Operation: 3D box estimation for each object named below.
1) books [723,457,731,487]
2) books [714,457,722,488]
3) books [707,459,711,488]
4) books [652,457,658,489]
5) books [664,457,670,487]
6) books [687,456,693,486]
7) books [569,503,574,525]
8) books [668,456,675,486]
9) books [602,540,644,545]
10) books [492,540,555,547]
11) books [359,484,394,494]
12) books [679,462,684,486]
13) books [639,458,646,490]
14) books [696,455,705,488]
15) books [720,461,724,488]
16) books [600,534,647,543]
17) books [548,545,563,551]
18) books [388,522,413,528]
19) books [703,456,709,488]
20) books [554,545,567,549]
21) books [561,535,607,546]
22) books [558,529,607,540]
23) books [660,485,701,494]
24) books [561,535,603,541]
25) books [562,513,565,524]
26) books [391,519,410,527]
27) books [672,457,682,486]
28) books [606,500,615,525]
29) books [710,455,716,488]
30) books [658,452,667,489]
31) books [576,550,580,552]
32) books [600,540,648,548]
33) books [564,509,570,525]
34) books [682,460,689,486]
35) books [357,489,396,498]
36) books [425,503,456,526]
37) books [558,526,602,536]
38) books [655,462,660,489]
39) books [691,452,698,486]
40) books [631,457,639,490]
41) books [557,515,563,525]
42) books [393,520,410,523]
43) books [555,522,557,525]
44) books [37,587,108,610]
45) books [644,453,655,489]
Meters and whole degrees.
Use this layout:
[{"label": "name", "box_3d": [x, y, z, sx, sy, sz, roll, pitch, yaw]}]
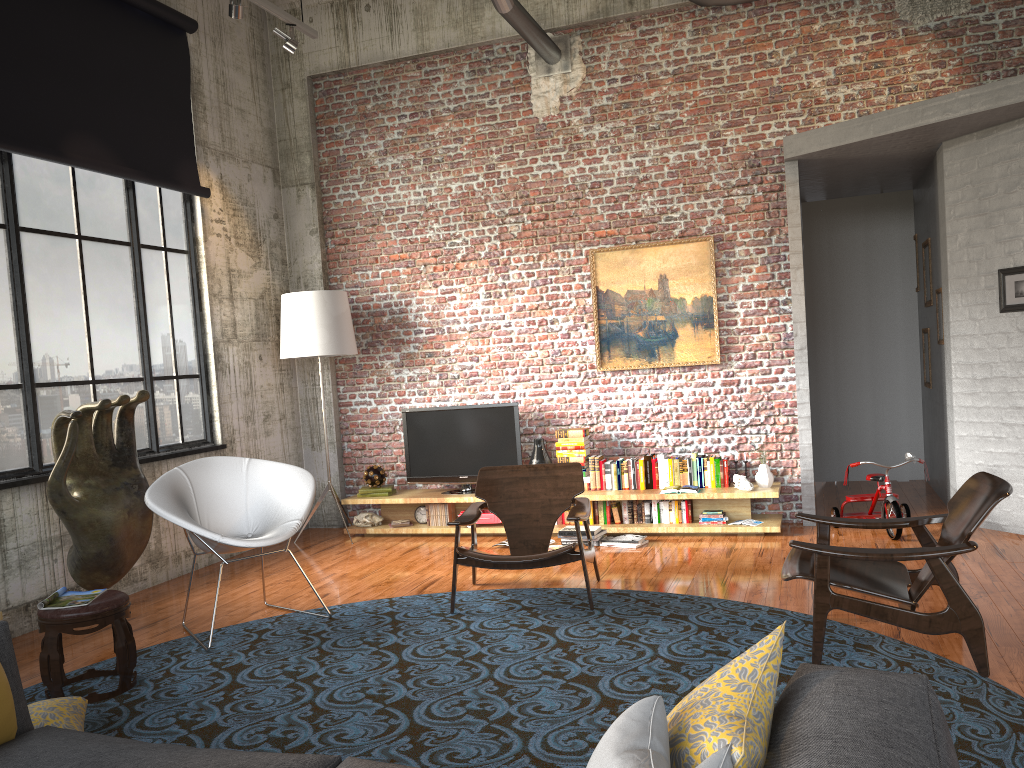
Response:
[{"label": "books", "box_3d": [1.784, 0.733, 7.362, 0.037, 0.231, 0.168, -3, 3, 18]}, {"label": "books", "box_3d": [1.720, 0.733, 7.382, 0.045, 0.240, 0.174, -3, 3, 18]}, {"label": "books", "box_3d": [1.653, 0.745, 7.397, 0.027, 0.223, 0.161, -3, 3, 18]}, {"label": "books", "box_3d": [1.222, 0.758, 7.539, 0.026, 0.251, 0.159, -3, 3, 18]}, {"label": "books", "box_3d": [1.325, 0.750, 7.509, 0.034, 0.254, 0.182, -3, 3, 18]}, {"label": "books", "box_3d": [1.508, 0.739, 7.441, 0.034, 0.254, 0.182, -3, 3, 18]}, {"label": "books", "box_3d": [0.533, 1.096, 7.647, 0.049, 0.214, 0.148, -3, 3, 19]}, {"label": "books", "box_3d": [1.356, 0.748, 7.495, 0.034, 0.254, 0.182, -3, 3, 18]}, {"label": "books", "box_3d": [0.886, 1.246, 7.041, 0.307, 0.017, 0.231, -4, 2, 17]}, {"label": "books", "box_3d": [0.094, 1.285, 7.232, 0.422, 0.049, 0.299, -3, 2, 34]}, {"label": "books", "box_3d": [-1.260, 0.980, 8.265, 0.302, 0.037, 0.242, -4, 1, -1]}, {"label": "books", "box_3d": [1.440, 0.758, 7.468, 0.027, 0.223, 0.161, -3, 3, 18]}, {"label": "books", "box_3d": [1.120, 0.760, 7.539, 0.034, 0.254, 0.183, -3, 3, 19]}, {"label": "books", "box_3d": [1.588, 0.731, 7.421, 0.060, 0.260, 0.180, -3, 3, 18]}, {"label": "books", "box_3d": [1.751, 0.739, 7.361, 0.026, 0.223, 0.161, -3, 3, 18]}, {"label": "books", "box_3d": [0.890, 1.229, 7.047, 0.311, 0.014, 0.250, -3, 2, 25]}, {"label": "books", "box_3d": [0.318, 1.307, 7.041, 0.133, 0.012, 0.188, -4, 2, 17]}, {"label": "books", "box_3d": [-1.023, 1.292, 8.122, 0.211, 0.020, 0.162, -4, 2, -14]}, {"label": "books", "box_3d": [1.628, 0.733, 7.404, 0.026, 0.251, 0.159, -3, 3, 18]}, {"label": "books", "box_3d": [0.441, 1.266, 6.872, 0.189, 0.022, 0.133, -5, 2, -20]}, {"label": "books", "box_3d": [0.588, 1.269, 7.198, 0.320, 0.040, 0.236, -3, 2, 21]}, {"label": "books", "box_3d": [0.570, 1.209, 7.154, 0.320, 0.028, 0.261, -3, 2, 29]}, {"label": "books", "box_3d": [1.375, 0.861, 7.235, 0.317, 0.040, 0.213, -3, 2, 19]}, {"label": "books", "box_3d": [0.574, 1.236, 7.191, 0.299, 0.028, 0.236, -4, 2, 17]}, {"label": "books", "box_3d": [0.463, 1.110, 7.674, 0.024, 0.194, 0.139, -3, 3, 19]}, {"label": "books", "box_3d": [-1.019, 1.272, 8.114, 0.166, 0.021, 0.210, -4, 1, -6]}, {"label": "books", "box_3d": [1.400, 0.749, 7.483, 0.057, 0.247, 0.170, -3, 3, 18]}, {"label": "books", "box_3d": [0.835, 1.075, 7.534, 0.030, 0.220, 0.158, -3, 3, 19]}, {"label": "books", "box_3d": [1.683, 0.728, 7.395, 0.034, 0.254, 0.182, -3, 3, 18]}, {"label": "books", "box_3d": [1.284, 0.734, 7.523, 0.053, 0.291, 0.176, -3, 3, 18]}, {"label": "books", "box_3d": [0.447, 1.292, 6.873, 0.129, 0.030, 0.182, -3, 2, 41]}, {"label": "books", "box_3d": [0.892, 1.263, 7.039, 0.313, 0.017, 0.231, -3, 2, 34]}, {"label": "books", "box_3d": [0.490, 1.101, 7.659, 0.039, 0.208, 0.151, -3, 3, 19]}, {"label": "books", "box_3d": [1.475, 0.748, 7.464, 0.045, 0.240, 0.174, -3, 3, 18]}, {"label": "books", "box_3d": [-1.258, 1.017, 8.267, 0.302, 0.037, 0.242, -4, 2, 11]}, {"label": "books", "box_3d": [-0.645, 1.170, 8.021, 0.232, 0.218, 0.173, -3, 3, 19]}, {"label": "books", "box_3d": [0.549, 1.181, 7.131, 0.297, 0.035, 0.235, -3, 2, 21]}, {"label": "books", "box_3d": [1.246, 0.770, 7.529, 0.026, 0.223, 0.161, -3, 3, 18]}, {"label": "books", "box_3d": [1.542, 0.718, 7.437, 0.036, 0.291, 0.176, -3, 3, 18]}, {"label": "books", "box_3d": [1.055, 0.761, 7.567, 0.034, 0.260, 0.180, -3, 3, 19]}, {"label": "books", "box_3d": [0.427, 1.083, 7.684, 0.046, 0.252, 0.152, -3, 3, 19]}, {"label": "books", "box_3d": [-1.011, 1.255, 8.107, 0.114, 0.016, 0.113, -3, 2, 43]}, {"label": "books", "box_3d": [0.379, 1.089, 7.705, 0.057, 0.247, 0.171, -3, 3, 19]}, {"label": "books", "box_3d": [-2.188, 1.060, 4.425, 0.229, 0.043, 0.300, -4, 1, -7]}, {"label": "books", "box_3d": [1.182, 0.743, 7.566, 0.066, 0.285, 0.197, -3, 3, 18]}]
